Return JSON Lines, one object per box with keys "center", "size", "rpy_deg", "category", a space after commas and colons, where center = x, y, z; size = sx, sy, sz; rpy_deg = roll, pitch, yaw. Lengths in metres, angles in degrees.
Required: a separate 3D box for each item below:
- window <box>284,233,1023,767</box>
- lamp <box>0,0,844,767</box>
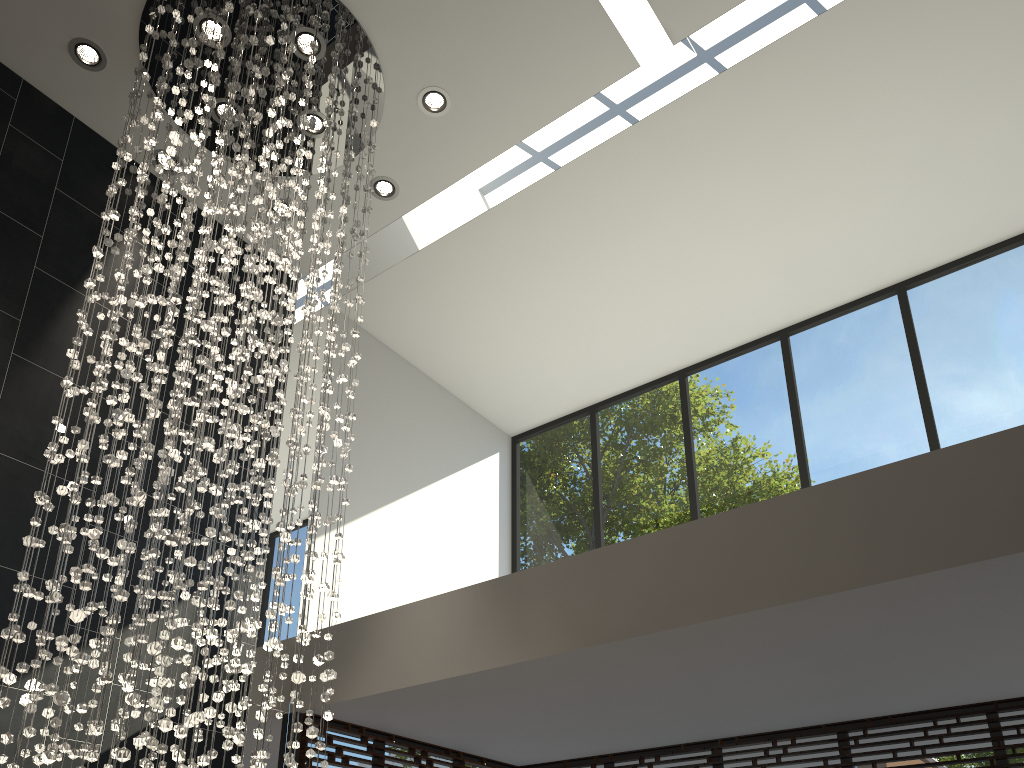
{"center": [1.802, 1.359, 4.554], "size": [6.371, 5.435, 2.499], "rpy_deg": [-21, -33, 33], "category": "window"}
{"center": [-3.469, -40.238, 14.413], "size": [408.116, 103.937, 431.001], "rpy_deg": [16, -36, -23], "category": "lamp"}
